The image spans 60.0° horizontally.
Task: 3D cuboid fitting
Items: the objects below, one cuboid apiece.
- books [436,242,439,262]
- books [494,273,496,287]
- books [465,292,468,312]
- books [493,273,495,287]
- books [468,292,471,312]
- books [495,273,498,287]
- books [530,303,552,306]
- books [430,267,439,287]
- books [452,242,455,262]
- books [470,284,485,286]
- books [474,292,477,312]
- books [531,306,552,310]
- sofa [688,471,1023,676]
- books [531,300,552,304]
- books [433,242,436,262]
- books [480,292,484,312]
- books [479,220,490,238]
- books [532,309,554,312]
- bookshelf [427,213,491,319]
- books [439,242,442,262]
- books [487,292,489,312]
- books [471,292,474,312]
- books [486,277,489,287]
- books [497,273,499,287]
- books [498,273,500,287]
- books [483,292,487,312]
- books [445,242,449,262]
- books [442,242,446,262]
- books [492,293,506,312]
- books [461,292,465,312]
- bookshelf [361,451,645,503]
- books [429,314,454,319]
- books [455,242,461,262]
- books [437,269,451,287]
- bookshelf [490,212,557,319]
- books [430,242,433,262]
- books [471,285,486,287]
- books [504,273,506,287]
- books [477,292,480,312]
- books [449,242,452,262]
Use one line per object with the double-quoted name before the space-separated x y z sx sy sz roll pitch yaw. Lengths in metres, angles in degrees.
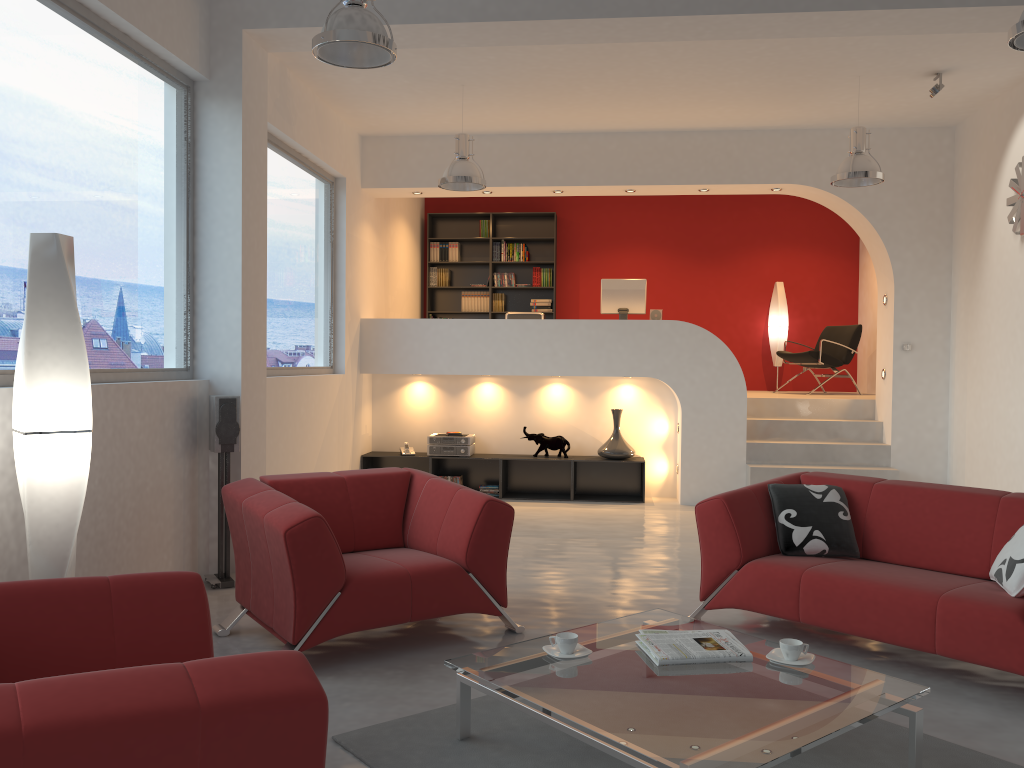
"books" -0.942 -1.690 11.455 0.040 0.260 0.200 1 1 6
"books" -0.206 -1.329 11.405 0.031 0.190 0.135 1 1 6
"books" -0.575 -1.053 11.431 0.040 0.260 0.200 1 1 6
"books" -0.221 -1.330 11.407 0.031 0.190 0.135 1 1 6
"books" -0.535 -1.052 11.427 0.040 0.260 0.200 1 1 6
"books" -0.191 -1.329 11.403 0.031 0.190 0.135 1 1 6
"books" 0.370 -1.010 11.314 0.260 0.040 0.200 1 1 6
"books" -1.002 -1.373 11.481 0.090 0.256 0.181 1 1 6
"books" -0.740 -1.687 11.434 0.040 0.260 0.200 1 1 6
"books" -0.439 -1.275 11.431 0.190 0.015 0.135 1 1 6
"books" -0.455 -1.051 11.418 0.040 0.260 0.200 1 1 6
"books" 0.374 -0.970 11.316 0.260 0.040 0.200 1 1 6
"sofa" 1.845 0.875 4.123 0.951 0.738 1.929 -1 2 -44
"books" 0.380 -1.050 11.304 0.260 0.040 0.200 1 1 6
"books" -0.982 -1.690 11.460 0.040 0.260 0.200 1 1 6
"books" -0.374 -1.050 11.409 0.040 0.260 0.200 1 1 6
"books" -0.333 -1.973 11.395 0.146 0.240 0.170 1 1 6
"books" 0.393 -0.930 11.318 0.260 0.040 0.200 1 1 8
"bookshelf" -0.665 -1.066 11.407 0.816 2.213 0.305 1 1 6
"books" -0.902 -1.689 11.451 0.040 0.260 0.200 1 1 6
"books" -0.293 -1.049 11.401 0.040 0.260 0.200 1 1 6
"books" -0.495 -1.052 11.422 0.040 0.260 0.200 1 1 6
"books" -0.296 -1.329 11.415 0.063 0.187 0.135 1 1 6
"books" -0.176 -1.329 11.402 0.031 0.190 0.135 1 1 6
"books" -0.161 -1.329 11.400 0.031 0.190 0.135 1 1 6
"books" -0.333 -1.050 11.405 0.040 0.260 0.200 1 1 6
"books" -0.821 -1.688 11.442 0.040 0.260 0.200 1 1 6
"books" -0.861 -1.689 11.447 0.040 0.260 0.200 1 1 6
"books" -0.167 -1.038 11.399 0.146 0.240 0.170 1 1 6
"books" -0.616 -1.053 11.435 0.040 0.260 0.200 1 1 6
"bookshelf" -0.088 0.912 8.771 2.764 0.397 0.405 1 1 6
"books" -0.887 -0.753 11.460 0.341 0.286 0.231 1 1 6
"books" -0.700 -1.687 11.430 0.040 0.260 0.200 1 1 6
"books" -0.883 -1.363 11.468 0.146 0.240 0.170 1 1 6
"bookshelf" 0.147 -1.055 11.321 0.816 2.213 0.305 1 1 6
"books" -1.022 -1.691 11.464 0.040 0.260 0.200 1 1 6
"books" -0.421 -1.260 11.430 0.190 0.015 0.135 1 1 6
"books" -0.086 -1.328 11.392 0.031 0.190 0.135 1 1 6
"books" -0.415 -1.051 11.414 0.040 0.260 0.200 1 1 6
"books" -0.780 -1.688 11.438 0.040 0.260 0.200 1 1 6
